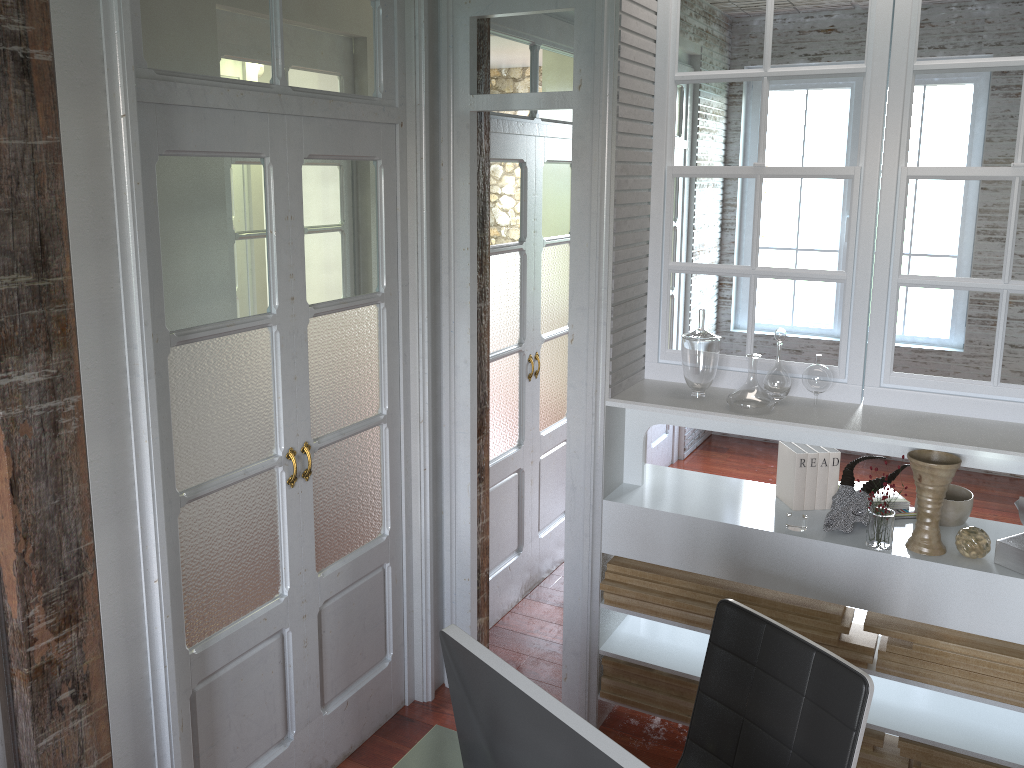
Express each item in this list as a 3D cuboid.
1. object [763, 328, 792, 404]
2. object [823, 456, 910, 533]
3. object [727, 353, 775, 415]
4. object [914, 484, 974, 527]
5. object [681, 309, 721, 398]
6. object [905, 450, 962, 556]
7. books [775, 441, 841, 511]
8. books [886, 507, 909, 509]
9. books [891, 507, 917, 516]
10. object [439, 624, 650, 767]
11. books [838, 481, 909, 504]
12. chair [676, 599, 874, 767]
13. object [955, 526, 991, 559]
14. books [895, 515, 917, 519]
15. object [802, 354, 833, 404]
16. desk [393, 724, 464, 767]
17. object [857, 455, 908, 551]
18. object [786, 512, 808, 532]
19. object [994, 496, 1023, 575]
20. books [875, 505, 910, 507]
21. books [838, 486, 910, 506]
[{"bbox_3d":[0.852,-0.046,2.833,0.088,0.268,0.088,5,12,22],"label":"object"},{"bbox_3d":[1.098,0.347,2.774,0.384,0.178,0.159,-9,15,-35],"label":"object"},{"bbox_3d":[0.748,0.007,2.761,0.148,0.198,0.149,2,12,10],"label":"object"},{"bbox_3d":[1.359,0.360,2.784,0.159,0.151,0.218,3,13,13],"label":"object"},{"bbox_3d":[0.618,-0.089,2.908,0.129,0.312,0.130,-8,14,-36],"label":"object"},{"bbox_3d":[1.213,0.345,2.571,0.144,0.276,0.144,10,15,41],"label":"object"},{"bbox_3d":[0.980,0.300,2.935,0.150,0.191,0.144,-1,12,-7],"label":"books"},{"bbox_3d":[1.188,0.378,2.936,0.168,0.007,0.192,-1,14,-7],"label":"books"},{"bbox_3d":[1.188,0.388,2.926,0.181,0.007,0.248,-1,14,-7],"label":"books"},{"bbox_3d":[0.042,0.665,1.286,0.190,0.480,0.487,-8,14,-36],"label":"object"},{"bbox_3d":[1.188,0.358,2.933,0.168,0.007,0.192,0,13,-1],"label":"books"},{"bbox_3d":[0.387,1.040,1.923,0.603,0.910,0.479,-7,13,-32],"label":"chair"},{"bbox_3d":[1.321,0.451,2.538,0.091,0.086,0.094,-5,13,-25],"label":"object"},{"bbox_3d":[1.188,0.396,2.927,0.180,0.011,0.248,-1,14,-7],"label":"books"},{"bbox_3d":[0.974,-0.001,2.828,0.094,0.186,0.095,1,11,2],"label":"object"},{"bbox_3d":[-0.182,1.437,0.631,1.303,0.720,2.528,7,15,27],"label":"desk"},{"bbox_3d":[1.092,0.339,2.579,0.128,0.284,0.130,-1,11,-5],"label":"object"},{"bbox_3d":[0.874,0.424,2.717,0.066,0.040,0.066,-3,13,-14],"label":"object"},{"bbox_3d":[1.475,0.383,2.441,0.188,0.269,0.168,-5,13,-27],"label":"object"},{"bbox_3d":[1.188,0.371,2.934,0.168,0.007,0.192,-1,14,-7],"label":"books"},{"bbox_3d":[1.188,0.365,2.933,0.168,0.007,0.192,-1,14,-7],"label":"books"}]
